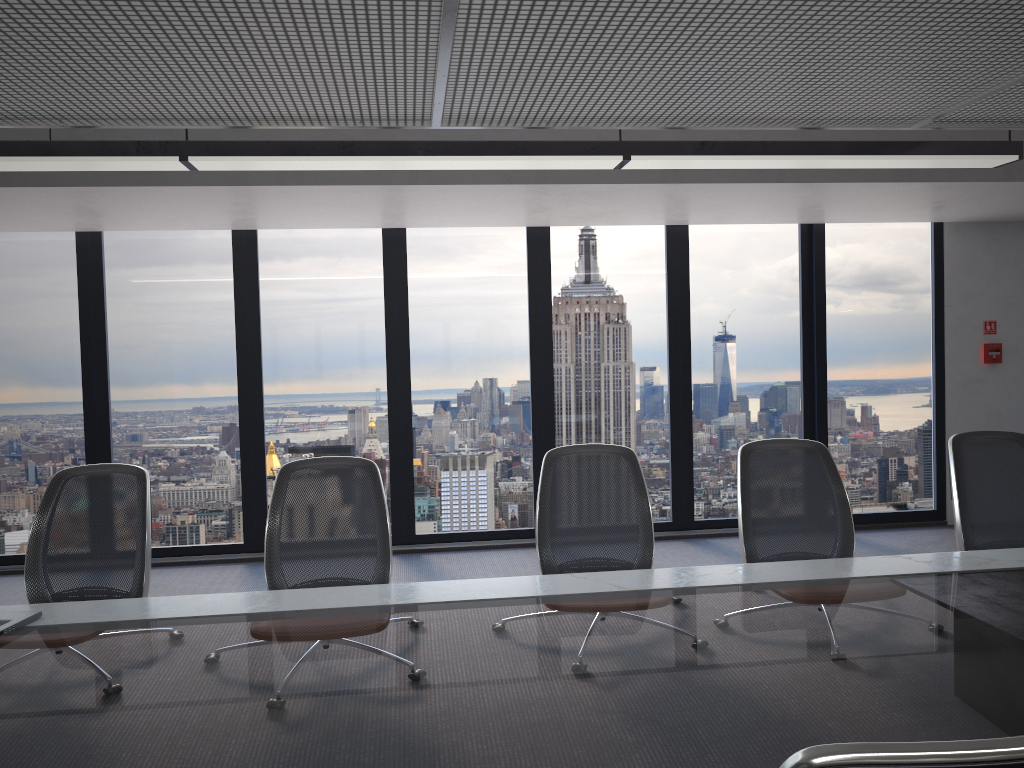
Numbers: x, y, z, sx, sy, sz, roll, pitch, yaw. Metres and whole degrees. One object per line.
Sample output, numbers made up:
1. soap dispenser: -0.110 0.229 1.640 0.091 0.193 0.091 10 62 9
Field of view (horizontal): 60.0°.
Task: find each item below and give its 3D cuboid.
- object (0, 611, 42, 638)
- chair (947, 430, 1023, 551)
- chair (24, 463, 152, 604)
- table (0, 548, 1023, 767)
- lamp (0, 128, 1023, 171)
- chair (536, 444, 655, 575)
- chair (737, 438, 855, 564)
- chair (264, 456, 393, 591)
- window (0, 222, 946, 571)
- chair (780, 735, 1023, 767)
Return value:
1. object: -1.721 0.627 2.737 0.366 0.277 0.308 -1 2 4
2. chair: 2.169 0.799 3.584 0.789 1.166 0.828 -3 3 -43
3. chair: -1.605 0.915 3.214 0.789 1.166 0.828 -3 2 -32
4. table: -0.098 1.113 2.279 5.498 0.745 1.898 -2 2 -7
5. lamp: -0.252 -1.408 2.168 6.097 0.908 4.126 -2 2 -7
6. chair: 0.378 0.852 3.465 0.789 1.166 0.828 -3 3 -37
7. chair: 1.228 0.829 3.474 0.789 1.166 0.828 -3 3 -43
8. chair: -0.654 0.888 3.256 0.789 1.166 0.828 -3 3 -43
9. window: -0.916 -0.013 7.025 9.225 2.670 0.121 -2 2 -7
10. chair: 0.438 0.929 1.289 0.789 1.166 0.828 -3 3 -43
